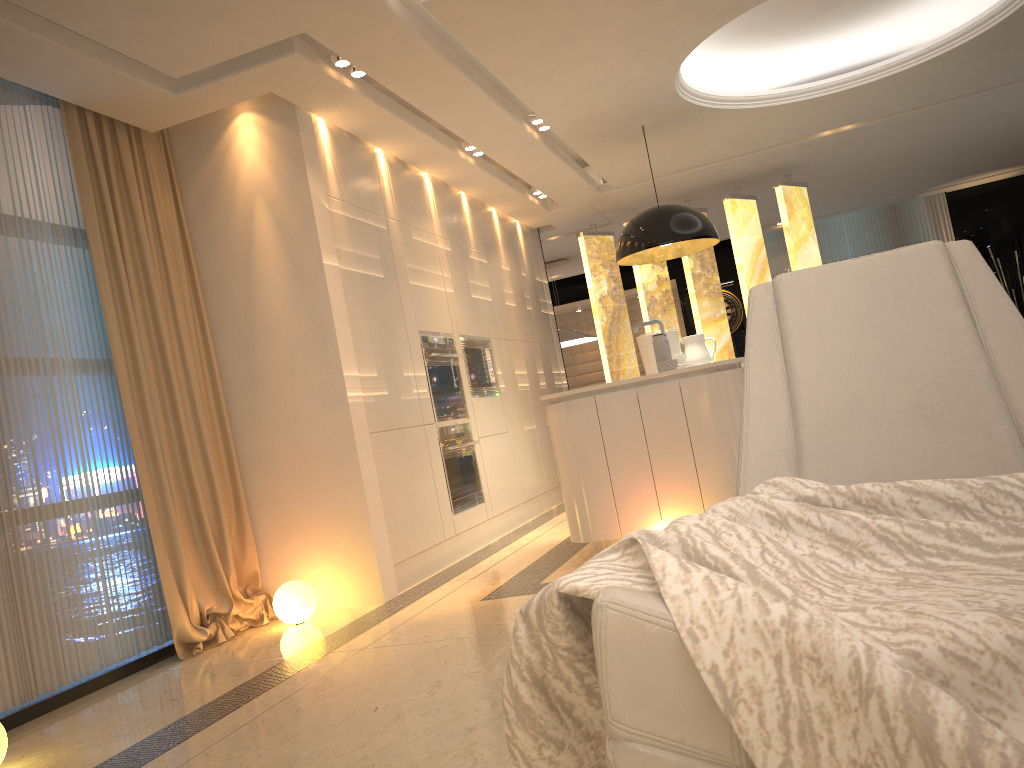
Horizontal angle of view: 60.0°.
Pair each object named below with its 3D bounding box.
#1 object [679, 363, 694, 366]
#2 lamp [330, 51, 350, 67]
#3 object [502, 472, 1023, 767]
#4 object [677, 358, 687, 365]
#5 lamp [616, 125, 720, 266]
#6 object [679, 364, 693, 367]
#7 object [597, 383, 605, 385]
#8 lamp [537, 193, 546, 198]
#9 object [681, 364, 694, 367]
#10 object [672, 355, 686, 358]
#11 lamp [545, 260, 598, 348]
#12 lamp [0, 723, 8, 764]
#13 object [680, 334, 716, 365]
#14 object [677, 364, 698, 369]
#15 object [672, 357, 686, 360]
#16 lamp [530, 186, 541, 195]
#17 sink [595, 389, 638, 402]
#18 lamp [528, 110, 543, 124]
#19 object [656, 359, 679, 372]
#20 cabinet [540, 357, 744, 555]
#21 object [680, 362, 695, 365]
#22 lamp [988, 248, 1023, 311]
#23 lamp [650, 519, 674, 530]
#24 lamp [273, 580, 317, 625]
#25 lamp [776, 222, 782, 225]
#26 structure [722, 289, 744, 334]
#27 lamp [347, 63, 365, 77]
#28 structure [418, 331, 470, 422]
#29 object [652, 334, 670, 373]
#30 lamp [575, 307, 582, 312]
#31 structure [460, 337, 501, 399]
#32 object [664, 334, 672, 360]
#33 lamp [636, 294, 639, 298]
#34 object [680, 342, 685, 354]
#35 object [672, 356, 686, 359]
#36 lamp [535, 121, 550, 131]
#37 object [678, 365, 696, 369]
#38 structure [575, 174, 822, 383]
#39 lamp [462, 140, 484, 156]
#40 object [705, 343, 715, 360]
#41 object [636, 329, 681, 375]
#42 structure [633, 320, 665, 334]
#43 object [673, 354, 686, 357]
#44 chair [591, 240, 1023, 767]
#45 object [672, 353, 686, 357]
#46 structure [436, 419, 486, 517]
[{"bbox_3d":[1.062,-0.106,5.694,0.229,0.016,0.229,-8,-3,-42],"label":"object"},{"bbox_3d":[-0.842,-1.626,4.357,0.107,0.127,0.107,-11,-3,7],"label":"lamp"},{"bbox_3d":[0.524,0.459,1.477,0.972,0.580,1.347,-9,-3,-35],"label":"object"},{"bbox_3d":[1.058,-0.130,5.695,0.138,0.051,0.138,-10,-3,-24],"label":"object"},{"bbox_3d":[0.982,-1.339,6.085,0.710,0.898,0.710,-12,-3,28],"label":"lamp"},{"bbox_3d":[1.063,-0.101,5.694,0.229,0.016,0.229,-8,-3,-42],"label":"object"},{"bbox_3d":[1.528,0.282,13.498,0.390,0.718,0.388,-11,-3,9],"label":"object"},{"bbox_3d":[0.259,-1.686,7.729,0.107,0.127,0.107,-11,-3,14],"label":"lamp"},{"bbox_3d":[1.063,-0.097,5.693,0.229,0.016,0.229,-8,-3,-42],"label":"object"},{"bbox_3d":[1.055,-0.147,5.696,0.138,0.051,0.138,-10,-3,-24],"label":"object"},{"bbox_3d":[0.209,-0.899,10.980,1.578,0.995,0.939,-12,-3,18],"label":"lamp"},{"bbox_3d":[-1.679,1.127,2.737,0.212,0.214,0.213,-10,-3,-22],"label":"lamp"},{"bbox_3d":[1.282,-0.209,6.108,0.211,0.254,0.183,-10,-3,-20],"label":"object"},{"bbox_3d":[1.066,-0.086,5.693,0.264,0.033,0.264,-10,-3,-13],"label":"object"},{"bbox_3d":[1.057,-0.135,5.696,0.138,0.051,0.138,-10,-3,-24],"label":"object"},{"bbox_3d":[0.208,-1.683,7.573,0.107,0.127,0.107,-11,-2,-1],"label":"lamp"},{"bbox_3d":[0.632,0.067,4.986,0.485,0.152,0.738,-12,-3,18],"label":"sink"},{"bbox_3d":[0.155,-1.754,5.756,0.107,0.127,0.107,-11,-2,-1],"label":"lamp"},{"bbox_3d":[0.804,-0.088,4.572,0.111,0.062,0.111,-13,-3,39],"label":"object"},{"bbox_3d":[1.240,0.376,5.999,1.046,0.887,3.752,-12,-3,18],"label":"cabinet"},{"bbox_3d":[1.061,-0.110,5.694,0.229,0.016,0.229,-8,-3,-42],"label":"object"},{"bbox_3d":[6.194,-0.818,10.789,0.418,1.801,0.200,-12,-3,18],"label":"lamp"},{"bbox_3d":[0.728,0.731,4.094,0.212,0.214,0.213,-10,-3,-22],"label":"lamp"},{"bbox_3d":[-1.083,1.089,4.425,0.212,0.214,0.213,-10,-3,-22],"label":"lamp"},{"bbox_3d":[3.456,-2.127,11.461,0.107,0.127,0.107,-13,-3,37],"label":"lamp"},{"bbox_3d":[2.825,-0.965,12.126,0.669,0.669,0.048,-12,-3,18],"label":"structure"},{"bbox_3d":[-0.791,-1.629,4.513,0.107,0.127,0.107,-11,-3,7],"label":"lamp"},{"bbox_3d":[-0.669,-0.008,6.012,0.595,0.597,0.609,-12,-3,18],"label":"structure"},{"bbox_3d":[0.787,-0.161,4.666,0.071,0.219,0.071,-11,-3,9],"label":"object"},{"bbox_3d":[1.013,-1.169,13.562,0.107,0.127,0.107,-11,-2,-1],"label":"lamp"},{"bbox_3d":[-0.437,-0.080,6.720,0.446,0.450,0.659,-12,-3,18],"label":"structure"},{"bbox_3d":[0.820,-0.163,4.767,0.071,0.219,0.071,-10,-3,-6],"label":"object"},{"bbox_3d":[1.905,-1.351,13.267,0.107,0.127,0.107,-11,-2,-1],"label":"lamp"},{"bbox_3d":[1.311,-0.225,7.173,0.256,0.212,0.249,-9,-3,-37],"label":"object"},{"bbox_3d":[1.056,-0.141,5.696,0.138,0.051,0.138,-10,-3,-24],"label":"object"},{"bbox_3d":[0.206,-1.756,5.911,0.107,0.127,0.107,-11,-2,-1],"label":"lamp"},{"bbox_3d":[1.067,-0.080,5.693,0.264,0.033,0.264,-10,-3,-13],"label":"object"},{"bbox_3d":[1.909,-0.494,8.394,2.180,2.555,0.448,-12,-3,18],"label":"structure"},{"bbox_3d":[-0.268,-1.657,6.115,0.107,0.127,0.270,-12,-3,18],"label":"lamp"},{"bbox_3d":[1.342,-0.189,6.327,0.212,0.214,0.213,-10,-3,-22],"label":"object"},{"bbox_3d":[1.013,-0.199,6.022,0.288,0.330,0.288,-13,-3,35],"label":"object"},{"bbox_3d":[0.777,-0.195,4.907,0.177,0.310,0.089,-12,-3,18],"label":"structure"},{"bbox_3d":[1.054,-0.152,5.696,0.138,0.051,0.138,-10,-3,-24],"label":"object"},{"bbox_3d":[0.696,0.225,1.473,1.027,0.991,0.983,-12,-3,17],"label":"chair"},{"bbox_3d":[1.052,-0.158,5.697,0.138,0.051,0.138,-10,-3,-24],"label":"object"},{"bbox_3d":[-0.555,0.590,5.985,0.595,0.597,0.609,-12,-3,18],"label":"structure"}]
